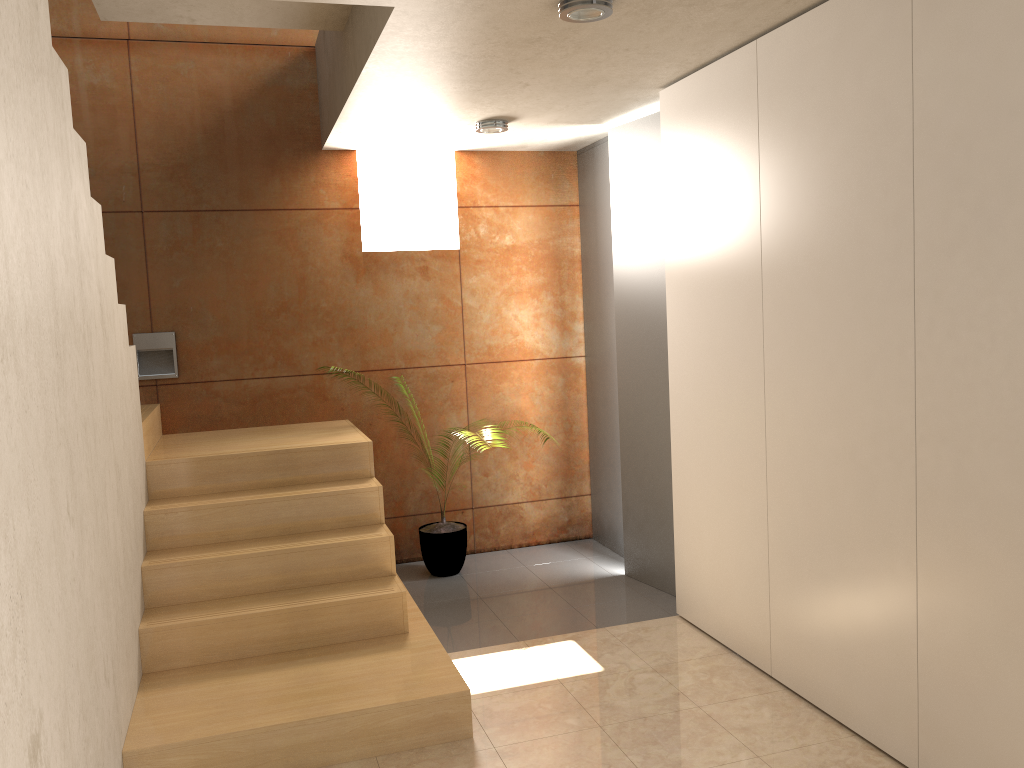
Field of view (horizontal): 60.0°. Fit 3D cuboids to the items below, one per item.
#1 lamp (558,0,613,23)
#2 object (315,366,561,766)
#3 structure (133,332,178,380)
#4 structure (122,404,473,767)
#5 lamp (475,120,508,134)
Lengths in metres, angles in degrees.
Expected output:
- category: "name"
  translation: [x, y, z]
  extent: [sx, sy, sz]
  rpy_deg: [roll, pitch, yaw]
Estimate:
- category: "lamp"
  translation: [0.238, -1.215, 2.866]
  extent: [0.173, 0.044, 0.173]
  rpy_deg: [-1, 5, 18]
- category: "object"
  translation: [-0.063, 0.783, 2.642]
  extent: [4.200, 1.455, 6.200]
  rpy_deg: [-4, 5, -17]
- category: "structure"
  translation: [-2.021, -0.161, 5.039]
  extent: [0.220, 0.260, 0.096]
  rpy_deg: [-4, 5, -17]
- category: "structure"
  translation: [-1.450, 0.734, 3.991]
  extent: [1.950, 1.110, 2.400]
  rpy_deg: [-4, 5, -17]
- category: "lamp"
  translation: [-0.107, -1.358, 4.676]
  extent: [0.173, 0.044, 0.173]
  rpy_deg: [-4, 5, -12]
